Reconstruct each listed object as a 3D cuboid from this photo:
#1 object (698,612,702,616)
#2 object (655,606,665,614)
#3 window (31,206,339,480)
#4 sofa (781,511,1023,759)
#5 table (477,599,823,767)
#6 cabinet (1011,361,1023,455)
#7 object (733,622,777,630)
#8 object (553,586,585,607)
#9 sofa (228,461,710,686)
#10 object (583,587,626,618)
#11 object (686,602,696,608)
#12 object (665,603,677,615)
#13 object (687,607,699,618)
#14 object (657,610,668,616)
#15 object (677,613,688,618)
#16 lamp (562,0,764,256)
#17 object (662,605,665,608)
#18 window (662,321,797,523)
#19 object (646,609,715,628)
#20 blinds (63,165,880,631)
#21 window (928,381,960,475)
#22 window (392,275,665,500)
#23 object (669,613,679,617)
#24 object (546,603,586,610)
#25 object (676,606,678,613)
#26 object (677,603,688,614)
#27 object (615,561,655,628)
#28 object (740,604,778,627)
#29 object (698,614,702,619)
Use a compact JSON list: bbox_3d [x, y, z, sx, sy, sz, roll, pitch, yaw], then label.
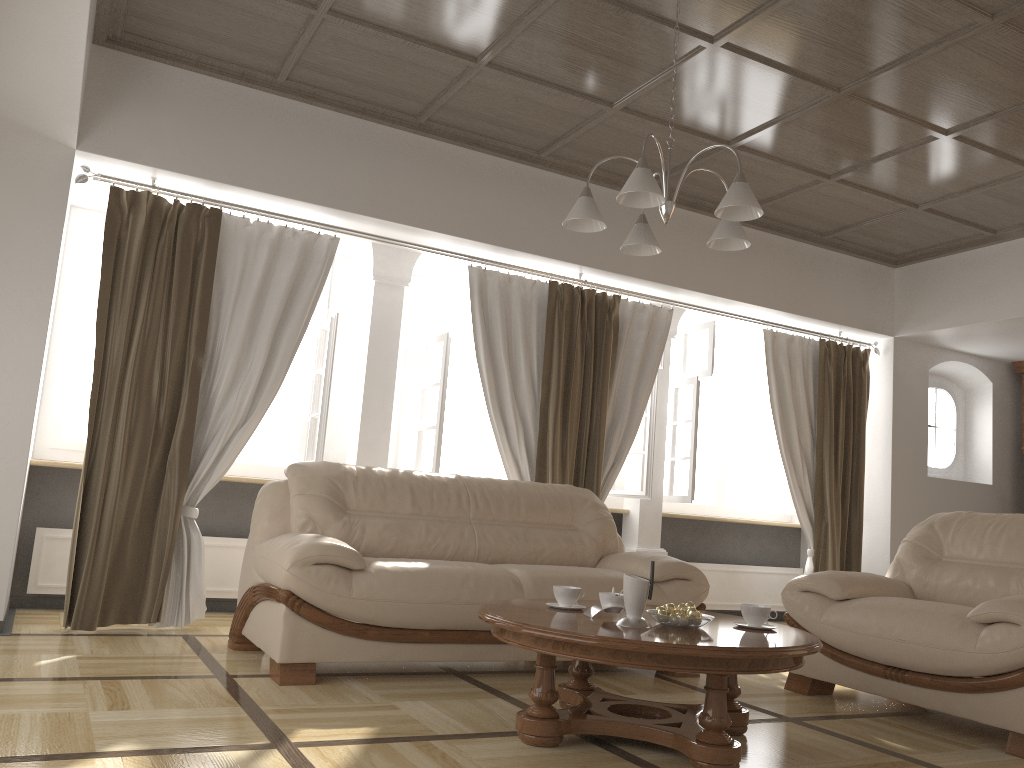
[{"bbox_3d":[0.627,0.792,3.012,0.039,0.039,0.040,7,-8,-16],"label":"object"},{"bbox_3d":[0.509,0.779,3.029,0.041,0.038,0.039,2,-8,16],"label":"object"},{"bbox_3d":[-1.807,-0.231,5.200,1.600,1.500,0.781,9,-9,-27],"label":"window"},{"bbox_3d":[2.030,1.001,3.912,1.052,0.900,1.318,9,-9,-27],"label":"sofa"},{"bbox_3d":[0.448,1.013,3.060,1.169,0.392,1.167,9,-9,-31],"label":"table"},{"bbox_3d":[4.940,0.882,6.449,0.587,2.298,2.360,9,-9,-27],"label":"cabinet"},{"bbox_3d":[0.848,0.846,3.096,0.150,0.010,0.150,11,-10,-37],"label":"object"},{"bbox_3d":[0.202,0.784,3.263,0.105,0.071,0.114,1,-9,23],"label":"object"},{"bbox_3d":[-0.179,0.889,4.345,2.135,0.900,1.051,9,-9,-27],"label":"sofa"},{"bbox_3d":[0.350,0.741,3.070,0.178,0.133,0.104,6,-8,-12],"label":"object"},{"bbox_3d":[0.604,0.761,3.009,0.038,0.044,0.038,8,-9,-21],"label":"object"},{"bbox_3d":[0.533,0.755,2.973,0.040,0.039,0.038,12,-11,-42],"label":"object"},{"bbox_3d":[0.589,0.750,2.896,0.038,0.042,0.038,7,-9,-19],"label":"object"},{"bbox_3d":[0.501,0.774,2.956,0.037,0.040,0.041,7,-8,-14],"label":"object"},{"bbox_3d":[0.562,0.772,2.912,0.039,0.039,0.041,-2,-11,40],"label":"object"},{"bbox_3d":[0.638,-1.114,3.375,0.713,1.094,0.741,9,-9,-27],"label":"lamp"},{"bbox_3d":[0.536,0.781,3.057,0.040,0.040,0.038,-3,-11,41],"label":"object"},{"bbox_3d":[1.873,0.325,7.087,1.653,1.500,0.782,9,-9,-27],"label":"window"},{"bbox_3d":[0.564,0.792,2.979,0.227,0.039,0.227,5,-8,-2],"label":"object"},{"bbox_3d":[0.278,0.389,5.587,5.765,2.294,0.285,9,-9,-27],"label":"blinds"},{"bbox_3d":[3.544,0.369,7.444,0.600,0.784,0.050,9,-9,-27],"label":"window"},{"bbox_3d":[0.113,0.061,6.198,1.759,1.500,0.784,9,-9,-28],"label":"window"},{"bbox_3d":[0.539,0.780,2.941,0.038,0.040,0.039,10,-10,-36],"label":"object"},{"bbox_3d":[0.198,0.817,3.254,0.150,0.010,0.150,12,-11,-41],"label":"object"},{"bbox_3d":[0.575,0.785,3.058,0.039,0.039,0.041,1,-9,22],"label":"object"},{"bbox_3d":[0.566,0.748,2.942,0.037,0.041,0.040,5,-8,-4],"label":"object"},{"bbox_3d":[0.404,0.681,2.897,0.119,0.210,0.119,-2,-11,40],"label":"object"},{"bbox_3d":[0.852,0.811,3.096,0.105,0.071,0.114,6,-8,-12],"label":"object"},{"bbox_3d":[0.606,0.775,2.921,0.041,0.041,0.038,12,-11,-42],"label":"object"}]
